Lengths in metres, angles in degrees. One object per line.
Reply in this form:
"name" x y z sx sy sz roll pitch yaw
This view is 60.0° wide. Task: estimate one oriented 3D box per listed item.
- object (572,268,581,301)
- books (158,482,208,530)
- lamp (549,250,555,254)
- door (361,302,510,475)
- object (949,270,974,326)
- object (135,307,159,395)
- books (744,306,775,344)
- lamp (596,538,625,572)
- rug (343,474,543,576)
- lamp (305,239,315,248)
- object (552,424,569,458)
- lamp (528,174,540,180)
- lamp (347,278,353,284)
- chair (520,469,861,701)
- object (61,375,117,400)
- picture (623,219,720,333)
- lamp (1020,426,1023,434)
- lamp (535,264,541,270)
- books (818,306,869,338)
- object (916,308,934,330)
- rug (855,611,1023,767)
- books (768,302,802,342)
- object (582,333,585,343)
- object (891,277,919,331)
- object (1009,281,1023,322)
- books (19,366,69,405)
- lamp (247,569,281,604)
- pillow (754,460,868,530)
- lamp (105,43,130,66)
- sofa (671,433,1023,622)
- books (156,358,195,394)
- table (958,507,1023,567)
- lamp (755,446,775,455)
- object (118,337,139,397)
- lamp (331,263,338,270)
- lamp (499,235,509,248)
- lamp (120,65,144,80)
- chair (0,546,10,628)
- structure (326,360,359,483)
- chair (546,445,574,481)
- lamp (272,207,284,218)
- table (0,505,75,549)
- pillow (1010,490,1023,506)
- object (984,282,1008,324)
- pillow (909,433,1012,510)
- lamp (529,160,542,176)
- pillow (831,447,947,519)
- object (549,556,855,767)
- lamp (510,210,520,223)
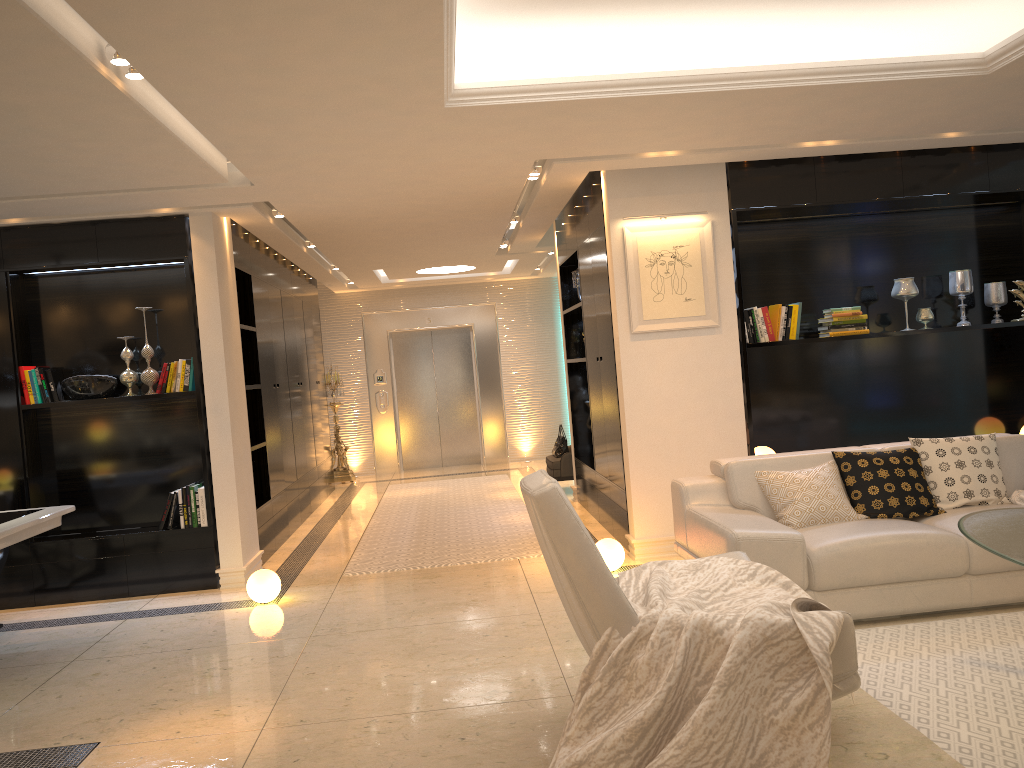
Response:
"object" 0.627 -0.882 8.033 0.155 0.347 0.155 -5 1 -24
"books" -2.317 0.861 6.291 0.345 0.296 0.222 -5 1 -4
"lamp" 0.454 -1.590 10.418 0.107 0.127 0.107 -5 1 -23
"door" -2.369 -5.493 3.170 83.408 24.296 83.408 -4 1 17
"object" 3.351 -0.630 6.602 0.156 0.426 0.156 -5 1 1
"object" -2.570 -0.231 6.254 0.121 0.612 0.121 -5 1 -9
"books" 1.707 -0.422 6.298 0.240 0.270 0.208 -5 1 -4
"lamp" 0.626 1.113 5.772 0.213 0.214 0.212 -4 1 35
"rug" -0.632 1.259 8.834 1.526 0.015 5.025 -5 1 -4
"lamp" -1.902 -1.356 8.392 0.107 0.127 0.107 -5 1 -23
"object" 0.515 0.607 9.538 0.168 0.345 0.366 -5 1 -5
"lamp" 0.141 -1.482 6.156 0.107 0.127 0.107 -5 1 -23
"lamp" -2.157 -1.402 11.854 0.107 0.127 0.107 -5 1 -23
"chair" 0.557 0.778 3.187 0.983 0.991 1.027 -5 1 -5
"object" -2.966 0.026 6.229 0.375 0.177 0.193 -5 1 -3
"picture" 1.082 -0.732 6.020 0.610 0.729 0.027 -5 1 -4
"lamp" 3.883 0.382 6.568 0.213 0.214 0.212 -6 2 -44
"lamp" 0.335 -1.612 12.035 0.107 0.127 0.107 -5 1 -23
"books" 2.379 -0.445 6.375 0.296 0.197 0.260 -5 1 -2
"object" 3.012 -0.475 6.466 0.119 0.154 0.119 -5 1 6
"rug" 2.242 1.139 2.820 1.661 0.020 2.900 -5 1 -4
"books" 1.938 -0.437 6.319 0.210 0.261 0.212 -5 1 -4
"object" 0.722 -0.425 8.298 0.079 0.361 0.176 -5 1 -23
"object" 2.872 -0.578 6.466 0.181 0.381 0.181 -5 1 -10
"object" 3.673 -0.599 6.372 0.182 0.293 0.116 -5 1 -7
"books" -3.281 0.002 6.222 0.236 0.270 0.210 -5 1 -4
"lamp" -1.593 1.297 5.693 0.213 0.214 0.212 -4 1 35
"pillow" 1.610 0.607 4.796 0.521 0.329 0.351 -5 1 -4
"lamp" -1.509 -1.292 3.411 0.107 0.127 0.107 -5 1 -23
"sofa" 2.143 0.735 4.801 2.328 0.754 1.145 -5 1 -4
"books" -2.364 -0.059 6.289 0.290 0.238 0.189 -5 1 -5
"table" 2.225 0.843 2.840 0.999 0.565 2.140 -5 1 -5
"lamp" 1.813 0.556 6.418 0.213 0.214 0.212 -4 1 35
"object" -2.714 -0.122 6.271 0.121 0.416 0.121 -5 1 -9
"lamp" -2.037 -1.381 10.237 0.107 0.127 0.107 -4 1 15
"lamp" -0.095 -1.527 9.480 0.107 0.127 0.235 -5 1 -4
"lamp" -1.524 -1.294 3.573 0.107 0.127 0.107 -5 1 -23
"chair" -3.389 1.129 5.388 0.523 0.858 0.496 -5 1 -4
"structure" -2.286 0.487 12.189 0.382 1.715 0.811 -4 1 20
"chair" 0.709 0.689 9.540 0.702 0.898 0.625 -5 1 -3
"lamp" -1.780 -1.335 6.776 0.107 0.127 0.107 -5 1 -23
"table" -4.082 1.249 4.677 3.031 0.759 1.293 -5 1 -4
"pillow" 2.821 0.488 4.682 0.281 0.325 0.521 -5 1 5
"object" 3.613 -0.596 6.615 0.147 0.317 0.147 -5 1 -2
"pillow" 2.512 0.481 4.914 0.526 0.399 0.255 -5 1 -4
"lamp" 0.150 -1.480 6.028 0.107 0.127 0.107 -5 1 -23
"pillow" 2.061 0.535 4.839 0.524 0.355 0.323 -5 1 -4
"object" 0.642 0.973 2.989 0.972 0.580 1.347 -4 1 33
"lamp" 0.015 -1.506 7.952 0.107 0.127 0.107 -5 1 -23
